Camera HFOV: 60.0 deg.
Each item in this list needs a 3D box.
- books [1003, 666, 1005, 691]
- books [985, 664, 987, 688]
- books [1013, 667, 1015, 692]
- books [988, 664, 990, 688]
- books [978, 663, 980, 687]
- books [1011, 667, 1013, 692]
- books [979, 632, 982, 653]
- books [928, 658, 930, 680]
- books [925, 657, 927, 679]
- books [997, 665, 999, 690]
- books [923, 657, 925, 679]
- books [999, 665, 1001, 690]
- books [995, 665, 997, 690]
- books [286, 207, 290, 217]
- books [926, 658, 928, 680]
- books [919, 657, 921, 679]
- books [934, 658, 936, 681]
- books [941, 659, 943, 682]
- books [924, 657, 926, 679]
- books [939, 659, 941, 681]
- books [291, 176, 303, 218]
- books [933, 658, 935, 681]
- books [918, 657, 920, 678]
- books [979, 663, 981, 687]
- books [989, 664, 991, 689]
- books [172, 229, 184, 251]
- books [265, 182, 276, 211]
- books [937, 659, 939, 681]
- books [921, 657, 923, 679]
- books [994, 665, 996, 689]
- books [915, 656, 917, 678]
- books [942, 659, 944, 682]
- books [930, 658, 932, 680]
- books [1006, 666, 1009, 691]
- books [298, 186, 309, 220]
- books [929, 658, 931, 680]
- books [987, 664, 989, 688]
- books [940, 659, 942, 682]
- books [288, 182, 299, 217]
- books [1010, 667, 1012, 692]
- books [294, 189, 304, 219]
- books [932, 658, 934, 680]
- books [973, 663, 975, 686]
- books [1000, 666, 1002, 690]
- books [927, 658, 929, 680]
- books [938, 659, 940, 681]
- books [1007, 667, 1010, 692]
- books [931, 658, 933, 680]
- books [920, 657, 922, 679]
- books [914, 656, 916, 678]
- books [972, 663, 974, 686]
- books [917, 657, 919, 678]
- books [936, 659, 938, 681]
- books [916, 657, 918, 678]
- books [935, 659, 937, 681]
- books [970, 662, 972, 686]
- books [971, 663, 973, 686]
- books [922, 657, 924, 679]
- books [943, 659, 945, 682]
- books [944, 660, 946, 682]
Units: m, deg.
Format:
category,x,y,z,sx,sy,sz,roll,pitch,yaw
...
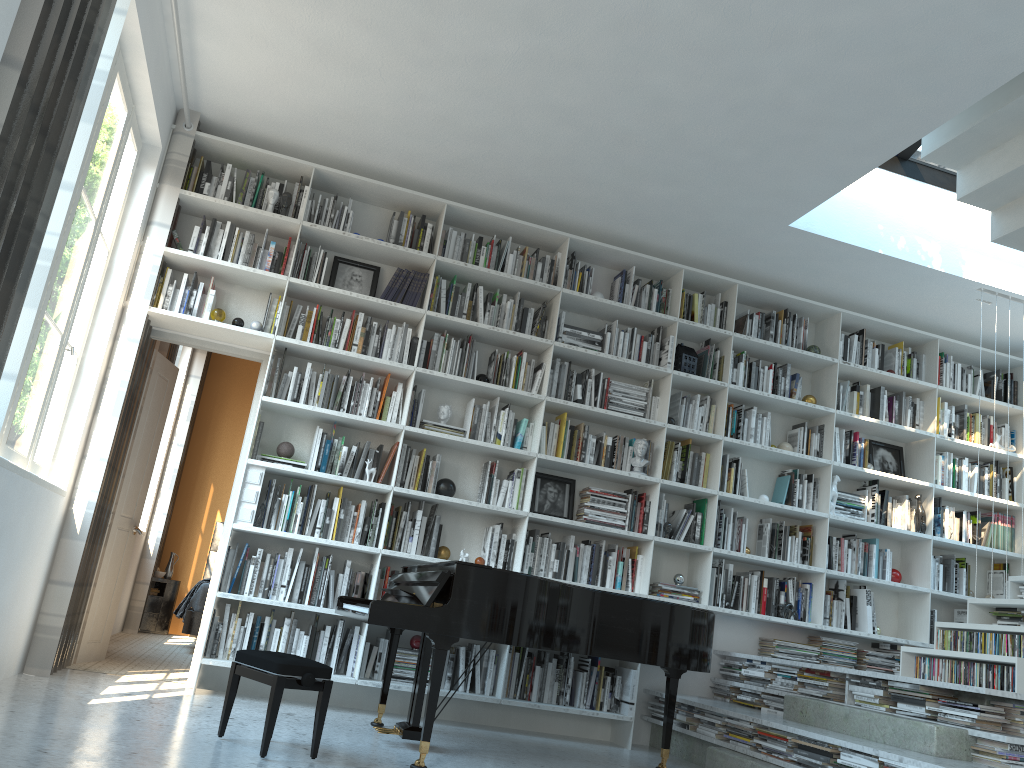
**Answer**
category,x,y,z,sx,sy,sz,roll,pitch,yaw
books,2.592,1.530,4.583,0.125,0.125,0.009,13,-15,-14
books,2.559,1.555,4.693,0.125,0.125,0.010,13,-15,-14
books,2.610,1.517,4.524,0.125,0.125,0.009,13,-15,-14
books,2.564,1.551,4.674,0.125,0.125,0.008,13,-15,-14
books,2.545,1.565,4.739,0.125,0.125,0.007,13,-15,-14
books,2.607,1.519,4.533,0.125,0.125,0.013,13,-15,-14
books,2.668,1.463,4.961,0.125,0.125,0.010,13,-15,-14
books,2.441,1.642,5.080,0.125,0.125,0.008,13,-15,-14
books,2.434,1.647,5.102,0.125,0.125,0.009,13,-15,-14
books,2.581,1.538,4.619,0.125,0.125,0.010,13,-15,-14
books,2.429,1.650,5.118,0.125,0.125,0.010,13,-15,-14
books,2.584,1.536,4.611,0.125,0.125,0.008,13,-15,-14
books,2.578,1.540,4.629,0.125,0.125,0.010,13,-15,-14
books,-1.409,-1.052,5.535,0.028,0.184,0.168,13,-15,-14
books,2.436,1.645,5.095,0.125,0.125,0.009,13,-15,-14
books,2.421,1.657,5.146,0.125,0.125,0.007,13,-15,-14
books,2.454,1.632,5.036,0.125,0.125,0.007,13,-15,-14
books,2.470,1.621,4.986,0.125,0.125,0.007,13,-15,-14
books,2.432,1.648,5.110,0.125,0.125,0.007,13,-15,-14
books,2.465,1.624,5.001,0.125,0.125,0.008,13,-15,-14
books,-1.355,-1.116,5.559,0.014,0.336,0.168,13,-15,-14
books,2.452,1.634,5.044,0.125,0.125,0.007,13,-15,-14
books,2.418,1.658,5.154,0.125,0.125,0.009,13,-15,-14
books,2.547,1.564,4.732,0.125,0.125,0.008,13,-15,-14
books,2.567,1.549,4.666,0.125,0.125,0.007,13,-15,-14
books,-1.994,-0.815,5.318,0.121,0.175,0.129,13,-15,-14
books,-1.507,-1.106,5.505,0.025,0.243,0.168,13,-15,-14
books,2.460,1.627,5.016,0.125,0.125,0.008,13,-15,-14
books,2.425,1.654,5.132,0.125,0.125,0.008,13,-15,-14
books,2.576,1.542,4.638,0.125,0.125,0.008,13,-15,-14
books,2.411,1.664,5.178,0.125,0.125,0.008,13,-15,-14
books,2.472,1.619,4.979,0.125,0.125,0.007,13,-15,-14
books,2.445,1.639,5.066,0.125,0.125,0.008,13,-15,-14
books,2.597,1.526,4.566,0.125,0.125,0.010,13,-15,-14
books,-1.311,-1.072,5.531,0.024,0.251,0.235,13,-15,-14
books,2.443,1.640,5.073,0.125,0.125,0.008,13,-15,-14
books,2.561,1.553,4.684,0.125,0.125,0.012,13,-15,-14
books,2.467,1.622,4.994,0.125,0.125,0.009,13,-15,-14
books,-1.378,-1.095,5.553,0.022,0.286,0.175,13,-15,-14
books,2.604,1.521,4.544,0.125,0.125,0.010,13,-15,-14
books,-1.345,-1.074,5.560,0.025,0.259,0.138,13,-15,-14
books,2.450,1.635,5.051,0.125,0.125,0.008,13,-15,-14
books,2.536,1.572,4.769,0.125,0.125,0.010,13,-15,-14
books,2.587,1.534,4.601,0.125,0.125,0.012,13,-15,-14
books,2.439,1.643,5.087,0.125,0.125,0.007,13,-15,-14
books,2.463,1.626,5.009,0.125,0.125,0.007,13,-15,-14
books,2.601,1.524,4.555,0.125,0.125,0.014,13,-15,-14
books,2.448,1.637,5.058,0.125,0.125,0.008,13,-15,-14
books,2.423,1.655,5.139,0.125,0.125,0.007,13,-15,-14
books,2.409,1.665,5.186,0.125,0.125,0.007,13,-15,-14
books,2.534,1.573,4.775,0.125,0.125,0.010,13,-15,-14
books,2.416,1.660,5.163,0.125,0.125,0.010,13,-15,-14
books,2.458,1.629,5.023,0.125,0.125,0.008,13,-15,-14
books,2.413,1.662,5.171,0.125,0.125,0.008,13,-15,-14
books,2.456,1.630,5.030,0.125,0.125,0.007,13,-15,-14
books,2.529,1.577,4.790,0.125,0.125,0.008,13,-15,-14
books,2.532,1.575,4.782,0.125,0.125,0.009,13,-15,-14
books,2.427,1.652,5.126,0.125,0.125,0.008,13,-15,-14
books,2.474,1.617,4.972,0.125,0.125,0.008,13,-15,-14
books,2.476,1.616,4.964,0.125,0.125,0.009,13,-15,-14
